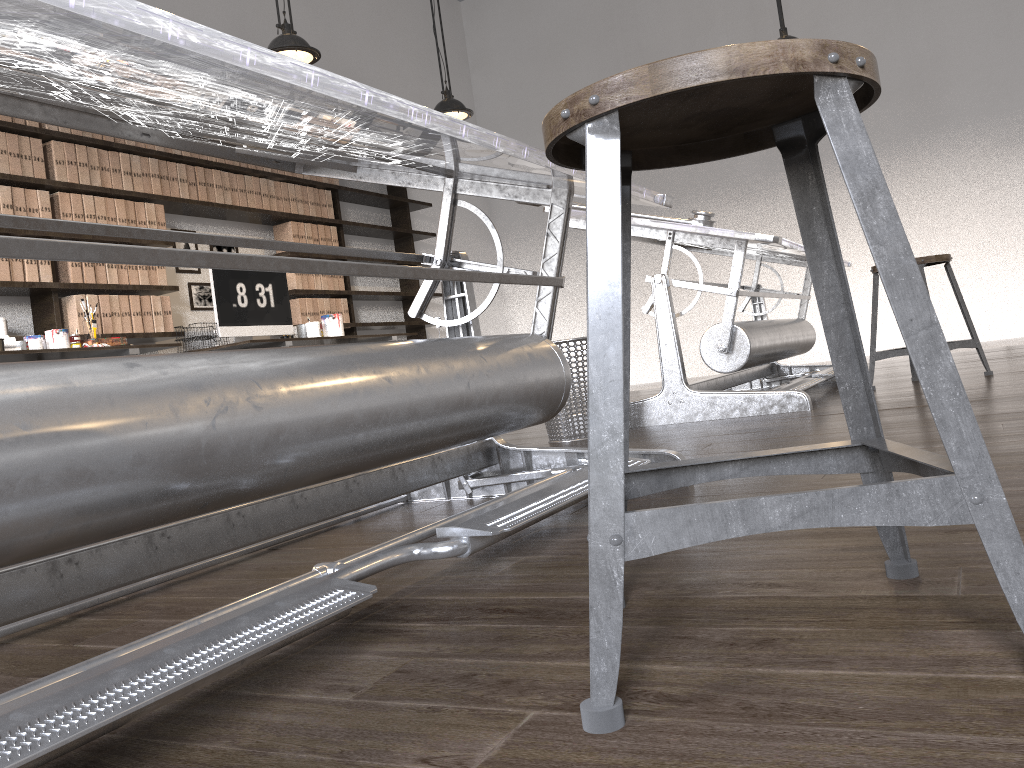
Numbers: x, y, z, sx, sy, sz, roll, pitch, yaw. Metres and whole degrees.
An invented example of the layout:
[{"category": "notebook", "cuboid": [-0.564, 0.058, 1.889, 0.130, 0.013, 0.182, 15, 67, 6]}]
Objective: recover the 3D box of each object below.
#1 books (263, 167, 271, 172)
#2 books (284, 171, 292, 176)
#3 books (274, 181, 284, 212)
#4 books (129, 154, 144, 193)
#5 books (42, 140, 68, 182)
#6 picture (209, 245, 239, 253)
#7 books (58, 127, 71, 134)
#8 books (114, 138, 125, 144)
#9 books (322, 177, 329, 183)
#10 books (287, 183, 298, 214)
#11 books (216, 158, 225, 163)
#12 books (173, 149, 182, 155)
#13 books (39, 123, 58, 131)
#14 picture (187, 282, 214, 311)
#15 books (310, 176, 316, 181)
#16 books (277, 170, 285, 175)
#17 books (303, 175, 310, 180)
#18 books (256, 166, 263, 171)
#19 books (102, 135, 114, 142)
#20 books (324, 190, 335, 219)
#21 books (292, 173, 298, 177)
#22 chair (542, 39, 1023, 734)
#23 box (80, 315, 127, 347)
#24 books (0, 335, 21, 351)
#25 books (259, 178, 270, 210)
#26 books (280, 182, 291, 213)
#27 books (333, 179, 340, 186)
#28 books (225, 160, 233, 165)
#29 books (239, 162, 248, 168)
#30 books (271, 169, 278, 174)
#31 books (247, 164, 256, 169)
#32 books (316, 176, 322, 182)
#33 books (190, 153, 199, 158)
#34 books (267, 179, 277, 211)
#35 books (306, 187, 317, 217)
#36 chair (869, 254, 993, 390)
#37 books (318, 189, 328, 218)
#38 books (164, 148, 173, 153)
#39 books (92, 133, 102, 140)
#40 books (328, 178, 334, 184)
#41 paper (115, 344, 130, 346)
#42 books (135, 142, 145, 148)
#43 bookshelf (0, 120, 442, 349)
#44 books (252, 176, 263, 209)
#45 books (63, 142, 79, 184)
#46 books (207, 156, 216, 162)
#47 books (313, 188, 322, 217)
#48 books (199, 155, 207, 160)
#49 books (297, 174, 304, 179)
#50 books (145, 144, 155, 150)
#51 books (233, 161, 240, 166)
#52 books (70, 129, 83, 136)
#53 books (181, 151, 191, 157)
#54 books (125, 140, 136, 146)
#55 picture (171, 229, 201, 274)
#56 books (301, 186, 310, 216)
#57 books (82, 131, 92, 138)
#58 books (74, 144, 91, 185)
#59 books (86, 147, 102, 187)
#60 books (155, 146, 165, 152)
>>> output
[{"category": "books", "cuboid": [-1.783, -1.564, 6.191, 0.174, 0.226, 0.067, -9, -2, 28]}, {"category": "books", "cuboid": [-1.684, -1.580, 6.375, 0.174, 0.226, 0.067, -9, -2, 28]}, {"category": "books", "cuboid": [-1.712, -1.303, 6.256, 0.174, 0.226, 0.067, -9, -2, 28]}, {"category": "books", "cuboid": [-2.259, -1.213, 5.201, 0.174, 0.226, 0.067, -9, -2, 28]}, {"category": "books", "cuboid": [-2.487, -1.176, 4.767, 0.174, 0.226, 0.067, -9, -2, 28]}, {"category": "picture", "cuboid": [-1.959, -0.901, 6.023, 0.023, 0.184, 0.251, -9, -1, 28]}, {"category": "books", "cuboid": [-2.497, -1.447, 4.820, 0.174, 0.226, 0.067, -9, -2, 28]}, {"category": "books", "cuboid": [-2.341, -1.473, 5.133, 0.174, 0.226, 0.067, -9, -2, 28]}, {"category": "books", "cuboid": [-1.494, -1.611, 6.740, 0.174, 0.226, 0.067, -9, -2, 28]}, {"category": "books", "cuboid": [-1.642, -1.315, 6.377, 0.174, 0.226, 0.067, -9, -2, 28]}, {"category": "books", "cuboid": [-1.981, -1.532, 5.807, 0.174, 0.226, 0.067, -9, -2, 28]}, {"category": "books", "cuboid": [-2.148, -1.504, 5.495, 0.174, 0.226, 0.067, -9, -2, 28]}, {"category": "books", "cuboid": [-2.533, -1.441, 4.757, 0.174, 0.226, 0.067, -9, -2, 28]}, {"category": "picture", "cuboid": [-2.020, -0.572, 5.810, 0.023, 0.184, 0.251, -9, -1, 28]}, {"category": "books", "cuboid": [-1.563, -1.600, 6.619, 0.174, 0.226, 0.067, -9, -2, 28]}, {"category": "books", "cuboid": [-1.721, -1.574, 6.318, 0.174, 0.226, 0.067, -9, -2, 28]}, {"category": "books", "cuboid": [-1.592, -1.596, 6.555, 0.174, 0.226, 0.067, -9, -2, 28]}, {"category": "books", "cuboid": [-1.820, -1.558, 6.130, 0.174, 0.226, 0.067, -9, -2, 28]}, {"category": "books", "cuboid": [-2.371, -1.468, 5.064, 0.174, 0.226, 0.067, -9, -2, 28]}, {"category": "books", "cuboid": [-1.452, -1.346, 6.742, 0.174, 0.226, 0.067, -9, -2, 28]}, {"category": "books", "cuboid": [-1.657, -1.585, 6.436, 0.174, 0.226, 0.067, -9, -2, 28]}, {"category": "chair", "cuboid": [0.221, -0.012, 0.849, 0.371, 0.529, 0.358, -8, -1, 6]}, {"category": "box", "cuboid": [-2.129, -0.254, 4.579, 0.137, 0.207, 0.212, -9, -1, 28]}, {"category": "books", "cuboid": [-2.382, -0.171, 3.979, 0.384, 0.148, 0.295, -8, 0, 28]}, {"category": "books", "cuboid": [-1.771, -1.293, 6.127, 0.174, 0.226, 0.067, -9, -2, 28]}, {"category": "books", "cuboid": [-1.678, -1.309, 6.317, 0.174, 0.226, 0.067, -9, -2, 28]}, {"category": "books", "cuboid": [-1.436, -1.621, 6.856, 0.174, 0.226, 0.067, -9, -2, 28]}, {"category": "books", "cuboid": [-1.947, -1.537, 5.871, 0.174, 0.226, 0.067, -9, -2, 28]}, {"category": "books", "cuboid": [-1.889, -1.547, 5.998, 0.174, 0.226, 0.067, -9, -2, 28]}, {"category": "books", "cuboid": [-1.754, -1.569, 6.255, 0.174, 0.226, 0.067, -9, -2, 28]}, {"category": "books", "cuboid": [-1.850, -1.553, 6.061, 0.174, 0.226, 0.067, -9, -2, 28]}, {"category": "books", "cuboid": [-1.532, -1.605, 6.681, 0.174, 0.226, 0.067, -9, -2, 28]}, {"category": "books", "cuboid": [-2.084, -1.515, 5.622, 0.174, 0.226, 0.067, -9, -2, 28]}, {"category": "books", "cuboid": [-1.741, -1.298, 6.192, 0.174, 0.226, 0.067, -9, -2, 28]}, {"category": "books", "cuboid": [-1.547, -1.330, 6.556, 0.174, 0.226, 0.067, -9, -2, 28]}, {"category": "chair", "cuboid": [1.711, -0.257, 3.716, 0.373, 0.529, 0.357, -7, -2, -34]}, {"category": "books", "cuboid": [-1.488, -1.340, 6.681, 0.174, 0.226, 0.067, -9, -2, 28]}, {"category": "books", "cuboid": [-2.178, -1.500, 5.440, 0.174, 0.226, 0.067, -9, -2, 28]}, {"category": "books", "cuboid": [-2.410, -1.462, 5.001, 0.174, 0.226, 0.067, -9, -2, 28]}, {"category": "books", "cuboid": [-1.467, -1.616, 6.801, 0.174, 0.226, 0.067, -9, -2, 28]}, {"category": "paper", "cuboid": [-1.990, -0.183, 4.490, 0.137, 0.038, 0.155, -7, 1, 43]}, {"category": "books", "cuboid": [-2.275, -1.484, 5.258, 0.174, 0.226, 0.067, -9, -2, 28]}, {"category": "bookshelf", "cuboid": [-2.869, -0.254, 3.960, 0.372, 3.212, 9.198, -9, 0, 28]}, {"category": "books", "cuboid": [-1.805, -1.288, 6.063, 0.174, 0.226, 0.067, -9, -2, 28]}, {"category": "books", "cuboid": [-2.454, -1.181, 4.821, 0.174, 0.226, 0.067, -9, -2, 28]}, {"category": "books", "cuboid": [-2.017, -1.526, 5.745, 0.174, 0.226, 0.067, -9, -2, 28]}, {"category": "books", "cuboid": [-1.521, -1.334, 6.618, 0.174, 0.226, 0.067, -9, -2, 28]}, {"category": "books", "cuboid": [-2.053, -1.520, 5.685, 0.174, 0.226, 0.067, -9, -2, 28]}, {"category": "books", "cuboid": [-1.627, -1.590, 6.491, 0.174, 0.226, 0.067, -9, -2, 28]}, {"category": "books", "cuboid": [-2.242, -1.489, 5.321, 0.174, 0.226, 0.067, -9, -2, 28]}, {"category": "books", "cuboid": [-1.922, -1.542, 5.929, 0.174, 0.226, 0.067, -9, -2, 28]}, {"category": "books", "cuboid": [-2.463, -1.453, 4.884, 0.174, 0.226, 0.067, -9, -2, 28]}, {"category": "books", "cuboid": [-2.113, -1.510, 5.558, 0.174, 0.226, 0.067, -9, -2, 28]}, {"category": "books", "cuboid": [-2.304, -1.479, 5.194, 0.174, 0.226, 0.067, -9, -2, 28]}, {"category": "picture", "cuboid": [-2.112, -0.855, 5.726, 0.022, 0.285, 0.202, -9, -2, 27]}, {"category": "books", "cuboid": [-1.582, -1.324, 6.499, 0.174, 0.226, 0.067, -9, -2, 28]}, {"category": "books", "cuboid": [-2.438, -1.457, 4.942, 0.174, 0.226, 0.067, -9, -2, 28]}, {"category": "books", "cuboid": [-2.420, -1.187, 4.885, 0.174, 0.226, 0.067, -9, -2, 28]}, {"category": "books", "cuboid": [-2.390, -1.192, 4.951, 0.174, 0.226, 0.067, -9, -2, 28]}, {"category": "books", "cuboid": [-2.205, -1.495, 5.378, 0.174, 0.226, 0.067, -9, -2, 28]}]
